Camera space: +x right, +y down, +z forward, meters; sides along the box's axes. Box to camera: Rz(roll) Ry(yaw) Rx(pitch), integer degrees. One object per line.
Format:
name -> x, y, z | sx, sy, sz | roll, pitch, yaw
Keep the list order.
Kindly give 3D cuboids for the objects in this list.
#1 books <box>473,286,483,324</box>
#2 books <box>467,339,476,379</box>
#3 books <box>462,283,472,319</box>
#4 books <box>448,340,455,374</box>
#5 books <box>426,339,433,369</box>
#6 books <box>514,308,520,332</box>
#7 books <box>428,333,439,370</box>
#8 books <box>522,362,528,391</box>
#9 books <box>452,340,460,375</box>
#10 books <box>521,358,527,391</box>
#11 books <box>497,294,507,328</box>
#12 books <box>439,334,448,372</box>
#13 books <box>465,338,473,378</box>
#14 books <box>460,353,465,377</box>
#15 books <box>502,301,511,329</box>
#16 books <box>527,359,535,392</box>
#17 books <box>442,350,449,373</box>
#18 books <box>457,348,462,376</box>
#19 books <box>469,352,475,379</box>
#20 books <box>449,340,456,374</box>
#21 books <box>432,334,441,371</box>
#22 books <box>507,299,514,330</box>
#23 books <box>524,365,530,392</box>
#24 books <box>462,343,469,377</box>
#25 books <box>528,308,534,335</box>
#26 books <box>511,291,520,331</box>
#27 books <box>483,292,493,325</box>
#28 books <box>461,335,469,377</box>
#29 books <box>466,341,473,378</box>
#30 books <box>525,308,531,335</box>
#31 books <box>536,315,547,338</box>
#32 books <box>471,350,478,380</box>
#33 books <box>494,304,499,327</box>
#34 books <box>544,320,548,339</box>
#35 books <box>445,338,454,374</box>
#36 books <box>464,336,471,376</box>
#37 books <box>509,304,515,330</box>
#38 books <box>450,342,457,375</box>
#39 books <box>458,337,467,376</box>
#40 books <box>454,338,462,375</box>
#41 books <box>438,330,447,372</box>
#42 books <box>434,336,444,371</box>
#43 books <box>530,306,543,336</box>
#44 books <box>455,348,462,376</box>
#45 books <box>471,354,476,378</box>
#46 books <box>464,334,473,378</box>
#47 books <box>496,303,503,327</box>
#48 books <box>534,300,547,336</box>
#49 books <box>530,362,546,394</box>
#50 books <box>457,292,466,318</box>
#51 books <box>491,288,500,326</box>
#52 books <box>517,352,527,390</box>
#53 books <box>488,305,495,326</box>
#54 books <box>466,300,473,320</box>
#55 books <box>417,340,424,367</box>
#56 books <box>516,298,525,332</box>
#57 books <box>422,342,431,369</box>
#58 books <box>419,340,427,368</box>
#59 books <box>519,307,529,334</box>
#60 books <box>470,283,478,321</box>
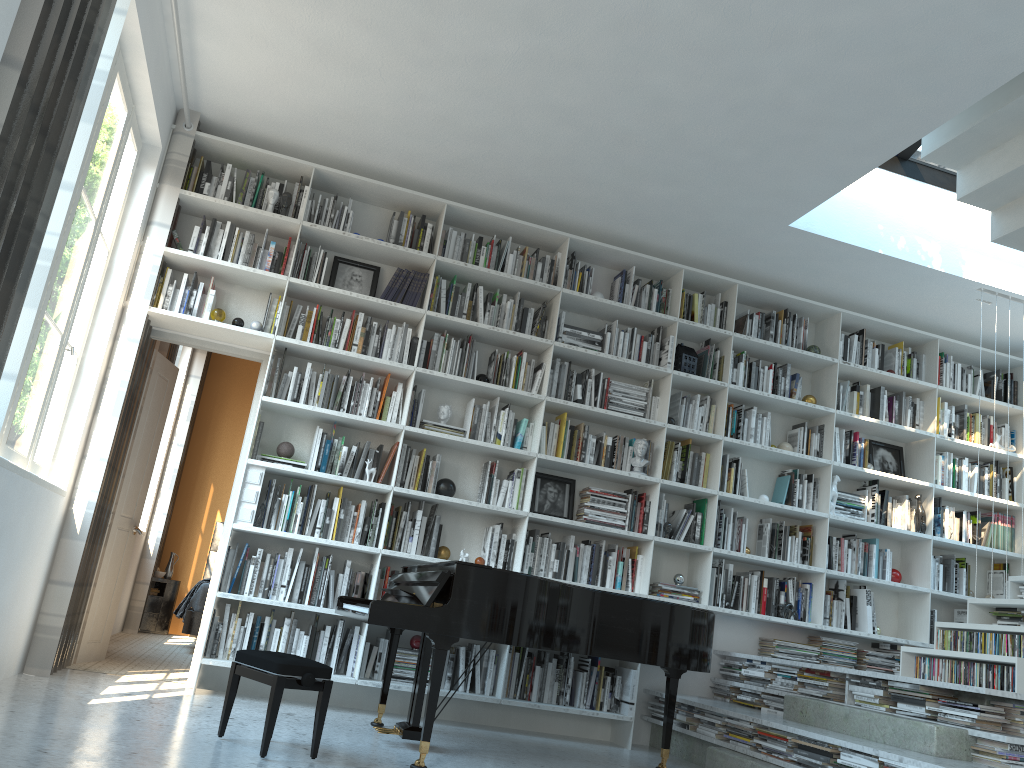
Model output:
books -> -0.221, -0.472, 5.761 | 0.075, 0.284, 0.178 | 13, -15, -14
books -> -0.282, -0.125, 5.665 | 0.011, 0.286, 0.189 | 13, -15, -14
books -> -0.314, -0.495, 5.746 | 0.023, 0.292, 0.156 | 13, -15, -14
books -> -0.406, -0.137, 5.624 | 0.012, 0.251, 0.184 | 13, -15, -14
books -> -0.537, -0.155, 5.613 | 0.012, 0.239, 0.134 | 13, -15, -14
books -> 0.003, -0.379, 5.834 | 0.024, 0.213, 0.150 | 13, -15, -14
books -> -0.514, -0.171, 5.616 | 0.026, 0.278, 0.151 | 13, -15, -14
books -> 0.057, -0.014, 5.766 | 0.011, 0.229, 0.166 | 13, -15, -14
books -> -0.378, -0.133, 5.640 | 0.009, 0.260, 0.180 | 13, -15, -14
books -> 0.050, -0.030, 5.763 | 0.010, 0.256, 0.140 | 13, -15, -14
books -> -0.084, -0.435, 5.817 | 0.026, 0.285, 0.138 | 13, -15, -14
books -> -0.450, -0.161, 5.621 | 0.010, 0.282, 0.184 | 13, -15, -14
books -> -0.298, -0.132, 5.684 | 0.005, 0.304, 0.163 | 13, -15, -14
books -> -0.338, -0.095, 5.675 | 0.012, 0.216, 0.133 | 13, -15, -14
books -> -0.060, -0.406, 5.793 | 0.021, 0.225, 0.192 | 13, -15, -14
books -> 0.100, -0.020, 5.770 | 0.022, 0.256, 0.155 | 13, -15, -14
books -> -0.444, -0.108, 5.630 | 0.029, 0.186, 0.149 | 13, -15, -14
books -> -0.357, -0.105, 5.665 | 0.011, 0.226, 0.130 | 13, -15, -14
books -> -0.276, -0.082, 5.687 | 0.012, 0.217, 0.151 | 13, -15, -14
books -> -0.402, -0.135, 5.650 | 0.010, 0.261, 0.169 | 13, -15, -14
books -> -0.496, -0.166, 5.617 | 0.012, 0.275, 0.157 | 13, -15, -14
books -> -0.039, -0.414, 5.821 | 0.028, 0.260, 0.136 | 13, -15, -14
books -> 0.073, -0.004, 5.768 | 0.024, 0.215, 0.142 | 13, -15, -14
books -> -0.316, -0.117, 5.666 | 0.010, 0.261, 0.158 | 13, -15, -14
books -> 0.097, -0.369, 5.861 | 0.025, 0.236, 0.153 | 13, -15, -14
books -> 0.000, -0.435, 5.822 | 0.011, 0.312, 0.184 | 13, -15, -14
books -> -0.179, -0.448, 5.785 | 0.027, 0.264, 0.169 | 13, -15, -14
books -> -0.320, -0.145, 5.678 | 0.004, 0.320, 0.153 | 13, -15, -14
books -> -0.294, -0.121, 5.680 | 0.004, 0.283, 0.167 | 13, -15, -14
books -> 0.078, -0.370, 5.840 | 0.022, 0.222, 0.161 | 13, -15, -14
books -> 0.186, -0.335, 5.887 | 0.028, 0.211, 0.135 | 13, -15, -14
books -> -0.249, -0.085, 5.685 | 0.031, 0.231, 0.148 | 13, -15, -14
books -> -0.127, -0.405, 5.812 | 0.024, 0.211, 0.128 | 13, -15, -14
books -> 0.205, -0.320, 5.897 | 0.019, 0.193, 0.098 | 13, -15, -14
books -> -0.415, -0.145, 5.621 | 0.009, 0.262, 0.190 | 13, -15, -14
books -> -0.308, -0.138, 5.686 | 0.005, 0.315, 0.157 | 13, -15, -14
books -> -0.021, -0.396, 5.819 | 0.013, 0.230, 0.142 | 13, -15, -14
books -> -0.392, -0.130, 5.652 | 0.011, 0.255, 0.152 | 13, -15, -14
books -> -0.336, -0.138, 5.658 | 0.011, 0.290, 0.177 | 13, -15, -14
books -> -0.369, -0.139, 5.650 | 0.011, 0.278, 0.169 | 13, -15, -14
books -> -0.464, -0.175, 5.643 | 0.011, 0.316, 0.155 | 13, -15, -14
books -> -0.480, -0.155, 5.620 | 0.024, 0.261, 0.178 | 13, -15, -14
books -> 0.142, -0.377, 5.856 | 0.055, 0.263, 0.167 | 13, -15, -14
books -> -0.362, -0.104, 5.637 | 0.011, 0.208, 0.181 | 13, -15, -14
books -> -0.268, -0.077, 5.686 | 0.004, 0.209, 0.132 | 13, -15, -14
books -> -0.301, -0.145, 5.687 | 0.005, 0.330, 0.162 | 13, -15, -14
books -> -0.103, -0.405, 5.791 | 0.010, 0.208, 0.174 | 13, -15, -14
books -> 0.159, -0.392, 5.865 | 0.058, 0.301, 0.175 | 13, -15, -14
books -> 0.146, -0.006, 5.758 | 0.064, 0.236, 0.209 | 13, -15, -14
books -> -0.344, -0.465, 5.730 | 0.029, 0.218, 0.158 | 13, -15, -14
books -> -0.129, -0.459, 5.796 | 0.012, 0.307, 0.145 | 13, -15, -14
books -> 0.039, -0.048, 5.756 | 0.022, 0.284, 0.190 | 13, -15, -14
books -> -0.158, -0.403, 5.775 | 0.028, 0.179, 0.168 | 13, -15, -14
books -> -0.299, -0.432, 5.748 | 0.034, 0.180, 0.160 | 13, -15, -14
books -> -0.599, -0.156, 5.583 | 0.015, 0.207, 0.186 | 13, -15, -14
books -> 0.030, -0.410, 5.851 | 0.022, 0.289, 0.147 | 13, -15, -14
books -> -0.559, -0.146, 5.619 | 0.024, 0.218, 0.140 | 13, -15, -14
books -> -0.584, -0.154, 5.614 | 0.029, 0.224, 0.136 | 13, -15, -14
books -> 0.055, -0.374, 5.829 | 0.030, 0.217, 0.183 | 13, -15, -14
books -> -0.268, -0.490, 5.778 | 0.013, 0.314, 0.135 | 13, -15, -14
